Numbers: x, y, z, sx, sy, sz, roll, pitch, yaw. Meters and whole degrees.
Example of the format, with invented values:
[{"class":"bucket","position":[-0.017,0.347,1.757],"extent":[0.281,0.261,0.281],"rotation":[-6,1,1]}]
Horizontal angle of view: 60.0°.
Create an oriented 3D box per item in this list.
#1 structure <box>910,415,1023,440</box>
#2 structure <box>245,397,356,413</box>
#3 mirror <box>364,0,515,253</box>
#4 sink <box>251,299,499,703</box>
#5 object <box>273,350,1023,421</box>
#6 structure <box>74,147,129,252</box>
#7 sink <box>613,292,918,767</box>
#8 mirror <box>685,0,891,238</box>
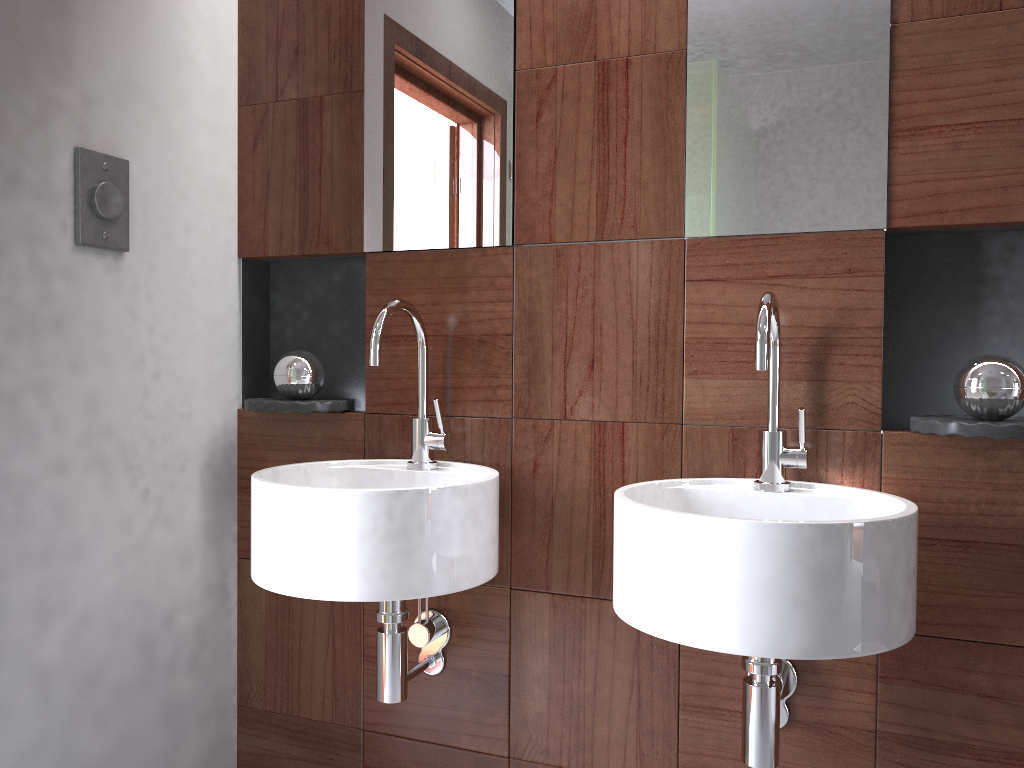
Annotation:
[{"class":"structure","position":[0.726,0.064,1.346],"extent":[0.220,0.023,0.222],"rotation":[1,1,12]},{"class":"structure","position":[-0.434,0.042,1.821],"extent":[0.222,0.023,0.220],"rotation":[0,2,-18]},{"class":"mirror","position":[-0.142,-0.575,1.685],"extent":[0.316,0.635,0.010],"rotation":[1,2,22]},{"class":"sink","position":[-0.229,0.209,1.515],"extent":[0.415,0.715,0.417],"rotation":[1,2,22]},{"class":"object","position":[0.144,-0.006,1.570],"extent":[1.350,0.104,0.104],"rotation":[1,2,22]},{"class":"structure","position":[-0.706,-0.317,1.536],"extent":[0.028,0.164,0.109],"rotation":[1,2,22]},{"class":"sink","position":[0.355,0.220,1.276],"extent":[0.415,0.715,0.417],"rotation":[1,2,22]},{"class":"mirror","position":[0.445,-0.564,1.445],"extent":[0.316,0.635,0.010],"rotation":[1,2,22]}]
